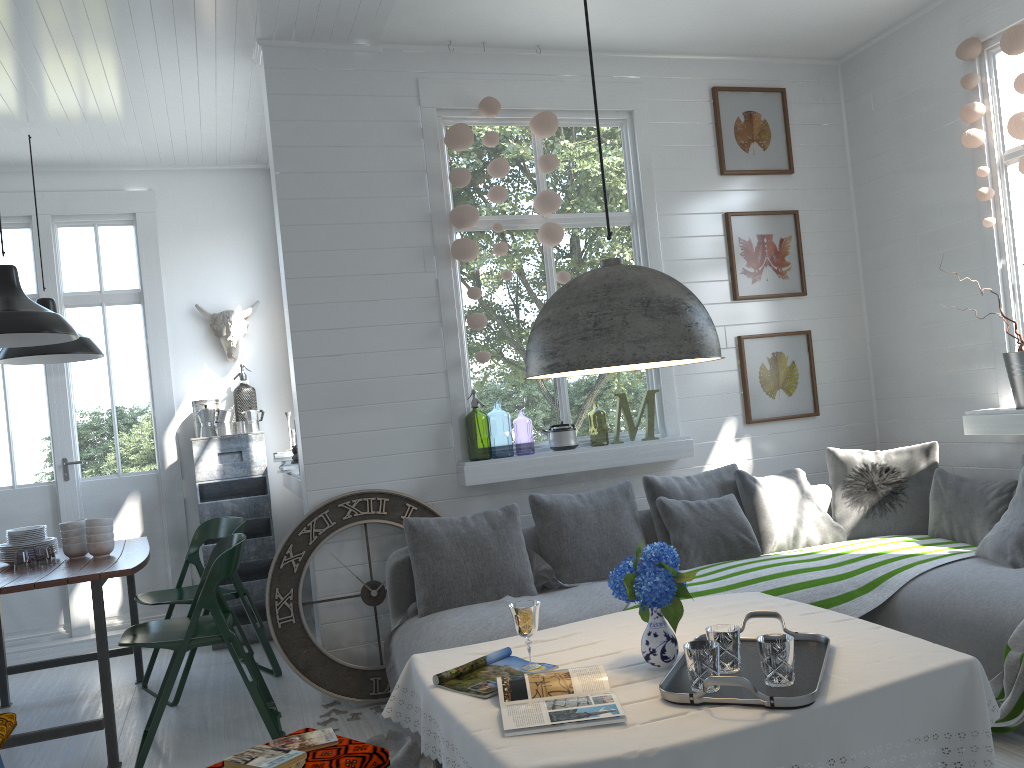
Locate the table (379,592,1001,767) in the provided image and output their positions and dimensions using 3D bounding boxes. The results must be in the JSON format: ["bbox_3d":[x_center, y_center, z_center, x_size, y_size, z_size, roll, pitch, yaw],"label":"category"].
[{"bbox_3d":[0.504,1.174,2.674,1.669,0.725,1.328,-5,-1,-17],"label":"table"}]

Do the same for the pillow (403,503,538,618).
[{"bbox_3d":[-0.210,0.919,4.596,0.638,0.521,0.279,-5,-1,-19],"label":"pillow"}]

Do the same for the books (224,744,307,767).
[{"bbox_3d":[-0.689,1.044,2.471,0.189,0.022,0.133,-7,-2,32],"label":"books"}]

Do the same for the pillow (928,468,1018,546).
[{"bbox_3d":[2.536,0.685,4.852,0.280,0.438,0.495,-6,-1,-17],"label":"pillow"}]

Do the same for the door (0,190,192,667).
[{"bbox_3d":[-3.369,0.287,6.614,1.609,3.480,0.254,-6,-1,-19],"label":"door"}]

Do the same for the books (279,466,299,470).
[{"bbox_3d":[-1.507,0.581,6.241,0.231,0.017,0.307,-5,-2,-20],"label":"books"}]

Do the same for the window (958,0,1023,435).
[{"bbox_3d":[2.876,-0.958,4.438,0.378,2.398,1.483,-6,-1,-19],"label":"window"}]

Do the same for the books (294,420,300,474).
[{"bbox_3d":[-1.268,0.395,5.642,0.194,0.351,0.065,-6,-1,-19],"label":"books"}]

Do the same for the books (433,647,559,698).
[{"bbox_3d":[-0.047,0.851,2.625,0.300,0.043,0.229,-4,-2,-45],"label":"books"}]

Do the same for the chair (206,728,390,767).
[{"bbox_3d":[-0.615,1.368,2.574,0.419,0.562,0.419,-7,-1,41],"label":"chair"}]

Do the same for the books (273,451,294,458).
[{"bbox_3d":[-1.641,0.518,6.563,0.236,0.035,0.297,-5,-2,-17],"label":"books"}]

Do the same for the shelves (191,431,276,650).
[{"bbox_3d":[-2.059,1.138,6.652,0.513,1.515,0.679,-6,-1,-19],"label":"shelves"}]

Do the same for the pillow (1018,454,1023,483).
[{"bbox_3d":[2.712,0.614,4.308,0.278,0.521,0.639,-6,-1,-19],"label":"pillow"}]

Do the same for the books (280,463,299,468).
[{"bbox_3d":[-1.500,0.564,6.241,0.250,0.014,0.311,-5,-2,-12],"label":"books"}]

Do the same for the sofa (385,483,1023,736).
[{"bbox_3d":[1.446,1.069,3.658,3.392,0.899,3.410,-5,-2,-19],"label":"sofa"}]

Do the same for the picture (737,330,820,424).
[{"bbox_3d":[1.774,-0.050,5.888,0.555,0.580,0.036,-5,-1,-19],"label":"picture"}]

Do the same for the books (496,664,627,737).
[{"bbox_3d":[0.115,0.821,2.362,0.300,0.049,0.422,-6,-2,-4],"label":"books"}]

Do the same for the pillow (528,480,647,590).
[{"bbox_3d":[0.442,0.833,4.914,0.641,0.520,0.280,-5,-1,-18],"label":"pillow"}]

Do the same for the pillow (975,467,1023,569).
[{"bbox_3d":[2.462,0.642,4.240,0.416,0.463,0.380,-6,-1,-4],"label":"pillow"}]

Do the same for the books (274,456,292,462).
[{"bbox_3d":[-1.610,0.544,6.560,0.262,0.028,0.320,-6,-2,-9],"label":"books"}]

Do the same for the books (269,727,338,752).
[{"bbox_3d":[-0.628,1.080,2.671,0.189,0.012,0.133,-5,-2,-21],"label":"books"}]

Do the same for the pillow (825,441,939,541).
[{"bbox_3d":[2.232,0.645,5.305,0.639,0.561,0.395,-6,-1,21],"label":"pillow"}]

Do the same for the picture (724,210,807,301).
[{"bbox_3d":[1.692,-0.859,5.895,0.555,0.580,0.036,-5,-1,-19],"label":"picture"}]

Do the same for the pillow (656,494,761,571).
[{"bbox_3d":[1.085,0.827,4.971,0.528,0.445,0.277,-6,-1,-4],"label":"pillow"}]

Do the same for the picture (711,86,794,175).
[{"bbox_3d":[1.608,-1.684,5.903,0.555,0.580,0.036,-5,-1,-19],"label":"picture"}]

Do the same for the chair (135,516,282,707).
[{"bbox_3d":[-1.922,1.369,5.514,0.730,1.006,0.652,-5,-1,-39],"label":"chair"}]

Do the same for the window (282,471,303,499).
[{"bbox_3d":[-1.478,-0.473,6.017,0.254,2.398,1.874,-6,-1,-19],"label":"window"}]

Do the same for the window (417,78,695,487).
[{"bbox_3d":[0.276,-0.668,5.394,1.481,2.398,0.254,-6,-1,-19],"label":"window"}]

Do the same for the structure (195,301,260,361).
[{"bbox_3d":[-2.218,-0.416,6.983,0.490,0.470,0.189,-5,-1,-16],"label":"structure"}]

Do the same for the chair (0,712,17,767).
[{"bbox_3d":[-1.987,1.522,3.112,0.419,0.562,0.419,-5,-1,-19],"label":"chair"}]

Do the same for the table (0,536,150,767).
[{"bbox_3d":[-2.555,1.437,4.828,1.170,0.929,1.696,-5,-1,-21],"label":"table"}]

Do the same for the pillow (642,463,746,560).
[{"bbox_3d":[1.104,0.774,5.126,0.638,0.561,0.279,-5,-1,-18],"label":"pillow"}]

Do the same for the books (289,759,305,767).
[{"bbox_3d":[-0.684,1.070,2.467,0.182,0.030,0.129,-6,-2,3],"label":"books"}]

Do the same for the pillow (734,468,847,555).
[{"bbox_3d":[1.602,0.731,5.233,0.616,0.526,0.344,-5,-1,-20],"label":"pillow"}]

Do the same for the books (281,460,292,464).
[{"bbox_3d":[-1.578,0.570,6.581,0.236,0.028,0.300,-5,-2,-21],"label":"books"}]

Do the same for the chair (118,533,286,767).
[{"bbox_3d":[-1.572,1.304,4.465,0.730,1.006,0.652,-6,-1,-19],"label":"chair"}]

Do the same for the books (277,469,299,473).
[{"bbox_3d":[-1.505,0.598,6.235,0.231,0.017,0.313,-6,-2,-4],"label":"books"}]
